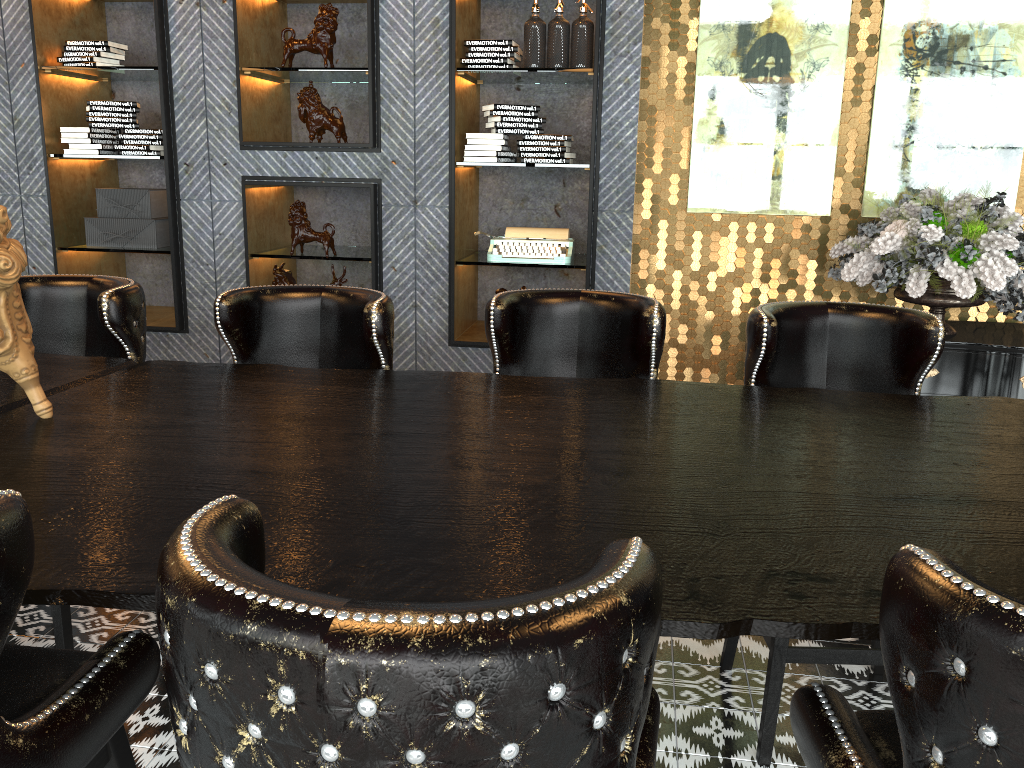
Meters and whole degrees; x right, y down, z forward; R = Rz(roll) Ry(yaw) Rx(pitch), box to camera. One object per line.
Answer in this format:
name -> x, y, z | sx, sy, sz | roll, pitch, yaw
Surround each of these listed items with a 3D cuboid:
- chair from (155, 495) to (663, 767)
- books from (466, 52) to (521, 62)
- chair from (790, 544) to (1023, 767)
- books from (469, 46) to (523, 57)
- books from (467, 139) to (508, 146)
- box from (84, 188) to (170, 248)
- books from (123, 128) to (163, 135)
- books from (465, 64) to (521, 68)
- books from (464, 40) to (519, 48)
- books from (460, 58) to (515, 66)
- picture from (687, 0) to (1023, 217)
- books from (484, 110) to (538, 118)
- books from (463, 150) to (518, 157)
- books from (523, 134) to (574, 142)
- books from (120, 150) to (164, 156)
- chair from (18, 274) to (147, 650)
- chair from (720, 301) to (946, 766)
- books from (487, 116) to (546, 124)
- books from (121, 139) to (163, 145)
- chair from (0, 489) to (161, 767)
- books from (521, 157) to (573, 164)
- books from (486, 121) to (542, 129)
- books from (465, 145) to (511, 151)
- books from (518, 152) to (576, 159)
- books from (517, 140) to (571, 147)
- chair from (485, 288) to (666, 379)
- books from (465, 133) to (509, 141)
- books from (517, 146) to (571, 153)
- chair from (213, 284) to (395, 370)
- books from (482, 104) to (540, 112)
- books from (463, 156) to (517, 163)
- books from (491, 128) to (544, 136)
chair -> -0.095, 0.653, 1.071 | 0.504, 1.090, 0.569 | 4, 14, 12
books -> -0.091, -1.638, 4.442 | 0.245, 0.028, 0.194 | 4, 14, 10
chair -> 0.606, 0.681, 1.014 | 0.504, 1.090, 0.569 | 2, 13, 2
books -> -0.079, -1.667, 4.444 | 0.245, 0.028, 0.194 | 3, 14, 8
books -> -0.124, -1.229, 4.513 | 0.193, 0.028, 0.246 | 2, 14, 3
box -> -2.137, -0.925, 4.934 | 0.419, 0.315, 0.323 | 3, 14, 8
books -> -1.952, -1.370, 4.824 | 0.245, 0.028, 0.194 | 2, 14, 3
books -> -0.091, -1.586, 4.465 | 0.245, 0.028, 0.194 | 4, 14, 13
books -> -0.099, -1.696, 4.440 | 0.245, 0.028, 0.194 | 4, 14, 11
books -> -0.121, -1.612, 4.453 | 0.245, 0.028, 0.194 | 4, 14, 12
picture -> 1.690, -1.364, 4.341 | 1.574, 1.070, 0.022 | 3, 13, 8
books -> -0.008, -1.365, 4.491 | 0.245, 0.028, 0.194 | -2, 14, -11
books -> -0.099, -1.167, 4.499 | 0.194, 0.028, 0.246 | 9, 16, 28
books -> 0.187, -1.251, 4.510 | 0.245, 0.028, 0.194 | 3, 14, 7
books -> -1.968, -1.257, 4.832 | 0.245, 0.028, 0.194 | 4, 14, 12
chair -> -1.340, 0.253, 2.601 | 0.504, 1.090, 0.569 | 5, 14, 16
chair -> 0.854, 0.358, 2.353 | 0.504, 1.090, 0.569 | 1, 13, 1
books -> 0.023, -1.338, 4.499 | 0.245, 0.028, 0.194 | -4, 15, -21
books -> -1.971, -1.319, 4.849 | 0.245, 0.028, 0.194 | 2, 14, 4
chair -> -0.779, 0.622, 1.142 | 0.504, 1.090, 0.569 | 3, 13, 6
books -> 0.182, -1.137, 4.517 | 0.245, 0.028, 0.194 | 3, 14, 9
books -> 0.007, -1.301, 4.466 | 0.245, 0.028, 0.194 | -3, 14, -15
books -> -0.123, -1.204, 4.528 | 0.193, 0.028, 0.246 | 4, 14, 10
books -> 0.181, -1.164, 4.511 | 0.245, 0.028, 0.194 | 6, 15, 21
books -> 0.166, -1.225, 4.520 | 0.245, 0.028, 0.194 | 5, 14, 14
chair -> 0.153, 0.309, 2.497 | 0.504, 1.090, 0.569 | 3, 14, 10
books -> -0.123, -1.256, 4.506 | 0.193, 0.028, 0.246 | 3, 14, 6
books -> 0.165, -1.195, 4.516 | 0.245, 0.028, 0.194 | 4, 14, 10
chair -> -0.590, 0.299, 2.474 | 0.504, 1.090, 0.569 | 3, 14, 10
books -> -0.007, -1.394, 4.490 | 0.245, 0.028, 0.194 | -4, 15, -20
books -> -0.112, -1.152, 4.556 | 0.193, 0.028, 0.246 | 7, 15, 23
books -> 0.024, -1.286, 4.526 | 0.245, 0.028, 0.194 | -1, 14, -8
